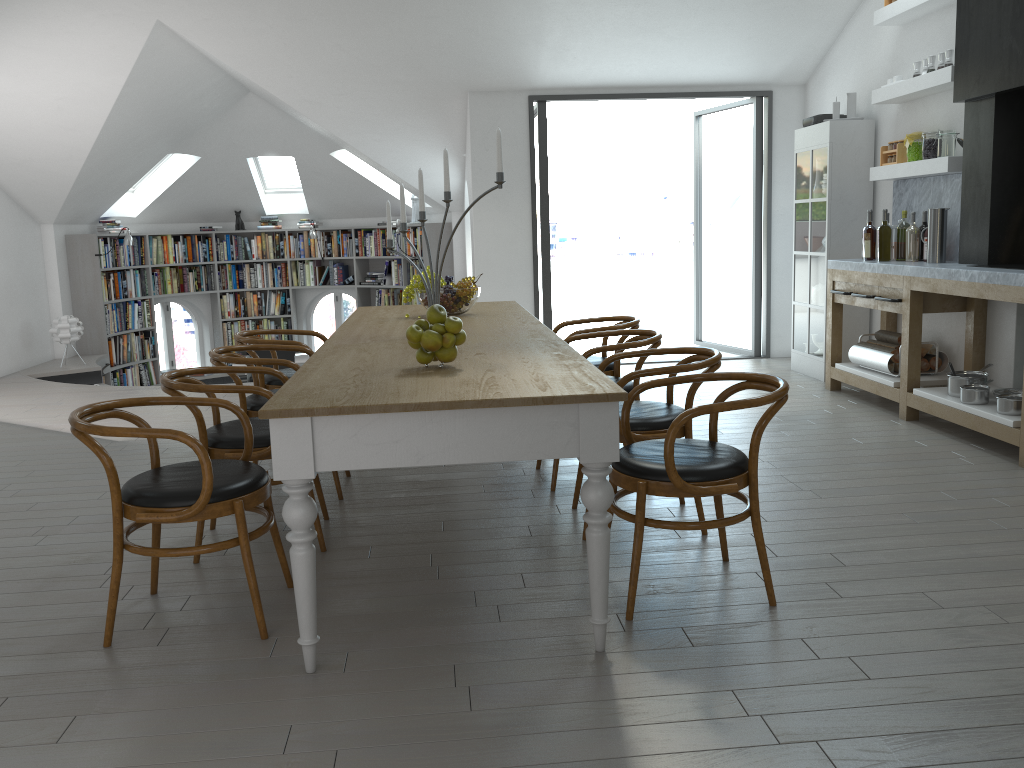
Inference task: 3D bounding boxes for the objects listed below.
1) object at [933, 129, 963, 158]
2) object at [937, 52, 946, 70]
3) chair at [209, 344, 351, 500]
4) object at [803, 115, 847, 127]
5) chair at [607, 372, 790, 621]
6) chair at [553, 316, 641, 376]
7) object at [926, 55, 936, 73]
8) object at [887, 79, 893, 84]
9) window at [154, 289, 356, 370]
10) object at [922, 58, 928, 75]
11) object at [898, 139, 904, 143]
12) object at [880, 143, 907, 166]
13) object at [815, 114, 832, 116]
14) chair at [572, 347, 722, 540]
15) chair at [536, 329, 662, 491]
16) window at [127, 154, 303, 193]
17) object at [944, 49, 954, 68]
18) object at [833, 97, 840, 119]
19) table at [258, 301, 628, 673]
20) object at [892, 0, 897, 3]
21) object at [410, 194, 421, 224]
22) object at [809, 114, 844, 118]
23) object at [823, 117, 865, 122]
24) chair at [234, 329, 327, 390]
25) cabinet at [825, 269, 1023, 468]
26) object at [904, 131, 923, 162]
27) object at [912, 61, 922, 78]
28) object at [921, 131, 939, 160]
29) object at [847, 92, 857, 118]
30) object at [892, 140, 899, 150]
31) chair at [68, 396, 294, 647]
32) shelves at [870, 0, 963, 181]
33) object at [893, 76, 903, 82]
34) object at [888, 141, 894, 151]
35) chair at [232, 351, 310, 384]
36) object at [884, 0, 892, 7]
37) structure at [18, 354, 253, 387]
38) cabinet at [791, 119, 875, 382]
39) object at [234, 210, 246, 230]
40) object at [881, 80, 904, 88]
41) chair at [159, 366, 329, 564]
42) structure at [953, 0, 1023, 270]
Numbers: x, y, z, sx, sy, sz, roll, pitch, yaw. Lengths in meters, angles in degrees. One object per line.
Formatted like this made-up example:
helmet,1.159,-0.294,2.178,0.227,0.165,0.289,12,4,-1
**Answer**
object,2.753,-1.512,5.564,0.207,0.177,0.104,1,9,17
object,2.722,-2.034,5.613,0.064,0.124,0.068,-4,9,-11
chair,-1.151,0.176,4.398,0.621,0.732,0.529,-3,9,-5
object,2.512,-2.074,7.105,0.299,0.119,0.300,-3,10,-5
chair,0.632,0.352,3.058,0.621,0.732,0.529,-3,9,-8
chair,0.447,-0.017,5.205,0.621,0.732,0.529,-3,9,-5
object,2.700,-2.050,5.705,0.064,0.124,0.068,-4,9,-11
object,2.674,-2.110,6.228,0.057,0.061,0.058,-3,9,-5
window,-3.496,-0.730,12.136,3.233,1.146,0.619,-5,9,-19
object,2.707,-2.065,5.791,0.064,0.124,0.068,-4,9,-11
object,2.711,-1.661,6.161,0.058,0.075,0.059,1,9,18
object,2.706,-1.610,6.234,0.120,0.145,0.238,-3,9,-5
object,2.512,-2.092,7.102,0.170,0.119,0.171,-3,9,-5
chair,0.577,0.229,3.772,0.621,0.732,0.529,-2,9,-2
chair,0.452,0.109,4.485,0.621,0.732,0.529,-3,9,-8
window,-2.978,-2.771,11.026,4.055,0.710,1.941,-3,10,-5
object,2.722,-2.018,5.521,0.064,0.124,0.068,-4,9,-11
object,2.490,-2.108,6.805,0.054,0.195,0.054,1,9,20
table,-0.319,0.157,4.149,1.018,0.795,3.364,-3,10,-5
object,2.667,-2.657,6.152,0.058,0.075,0.059,1,9,18
object,-1.186,-2.213,10.958,0.179,0.470,0.180,-1,9,4
object,2.512,-2.083,7.104,0.238,0.119,0.239,-3,10,-5
object,2.544,-2.018,6.800,0.295,0.024,0.151,2,10,19
chair,-1.257,0.055,5.112,0.621,0.732,0.529,-2,9,-2
cabinet,3.080,0.176,3.458,1.004,1.017,6.457,-3,10,-5
object,2.711,-1.592,5.971,0.128,0.198,0.164,-3,9,-10
object,2.697,-2.084,5.901,0.064,0.124,0.068,-4,9,-11
object,2.732,-1.551,5.775,0.120,0.182,0.120,0,9,10
object,2.590,-2.112,6.767,0.072,0.210,0.071,1,9,18
object,2.705,-1.672,6.227,0.058,0.075,0.059,1,9,18
chair,-1.105,0.426,2.961,0.621,0.732,0.529,-2,9,-2
shelves,3.232,-1.507,3.676,0.480,1.355,5.573,-3,10,-10
object,2.679,-2.103,6.154,0.054,0.071,0.054,-3,9,-6
object,2.699,-1.683,6.293,0.058,0.075,0.059,1,9,18
chair,-2.713,-0.063,10.138,0.823,0.716,0.744,-4,9,-10
object,2.671,-2.668,6.080,0.120,0.145,0.238,-3,9,-5
structure,-2.772,-0.037,10.028,4.716,0.690,4.724,6,13,39
cabinet,2.558,-1.059,7.121,0.361,1.981,0.644,-3,8,-5
object,-3.616,-2.173,11.790,0.147,0.264,0.202,-3,9,-8
object,2.680,-2.076,6.158,0.113,0.024,0.296,-3,10,-5
chair,-1.101,0.300,3.679,0.621,0.732,0.529,-3,9,-10
structure,3.005,-1.583,4.775,0.780,1.876,1.080,-3,9,-5
